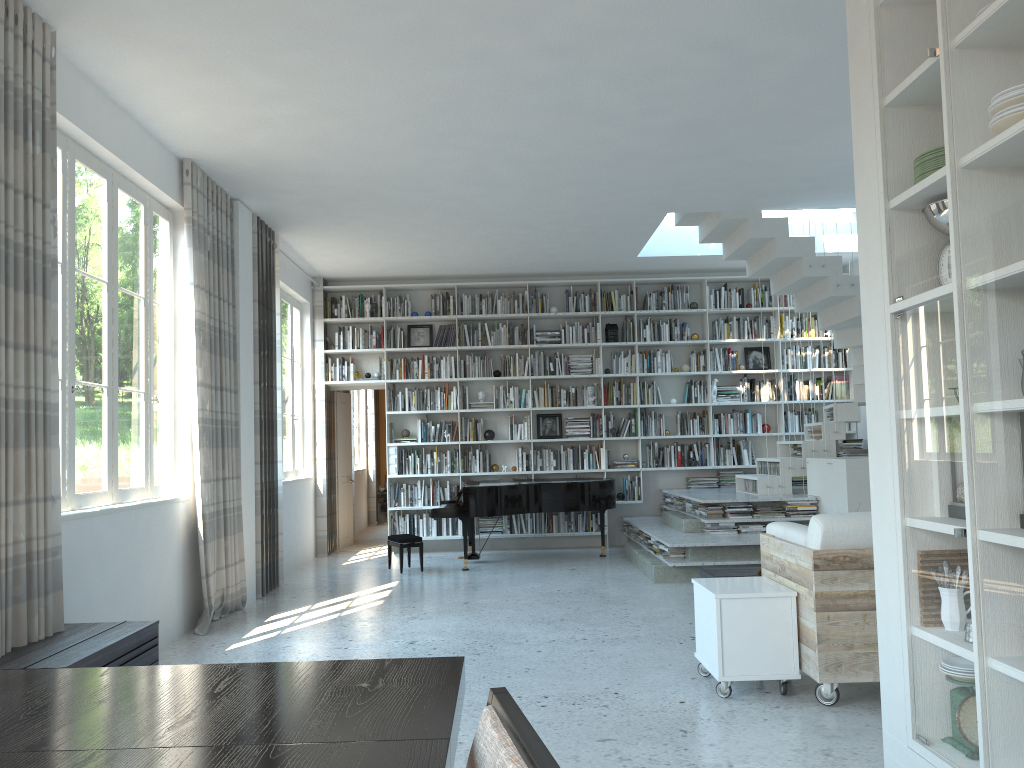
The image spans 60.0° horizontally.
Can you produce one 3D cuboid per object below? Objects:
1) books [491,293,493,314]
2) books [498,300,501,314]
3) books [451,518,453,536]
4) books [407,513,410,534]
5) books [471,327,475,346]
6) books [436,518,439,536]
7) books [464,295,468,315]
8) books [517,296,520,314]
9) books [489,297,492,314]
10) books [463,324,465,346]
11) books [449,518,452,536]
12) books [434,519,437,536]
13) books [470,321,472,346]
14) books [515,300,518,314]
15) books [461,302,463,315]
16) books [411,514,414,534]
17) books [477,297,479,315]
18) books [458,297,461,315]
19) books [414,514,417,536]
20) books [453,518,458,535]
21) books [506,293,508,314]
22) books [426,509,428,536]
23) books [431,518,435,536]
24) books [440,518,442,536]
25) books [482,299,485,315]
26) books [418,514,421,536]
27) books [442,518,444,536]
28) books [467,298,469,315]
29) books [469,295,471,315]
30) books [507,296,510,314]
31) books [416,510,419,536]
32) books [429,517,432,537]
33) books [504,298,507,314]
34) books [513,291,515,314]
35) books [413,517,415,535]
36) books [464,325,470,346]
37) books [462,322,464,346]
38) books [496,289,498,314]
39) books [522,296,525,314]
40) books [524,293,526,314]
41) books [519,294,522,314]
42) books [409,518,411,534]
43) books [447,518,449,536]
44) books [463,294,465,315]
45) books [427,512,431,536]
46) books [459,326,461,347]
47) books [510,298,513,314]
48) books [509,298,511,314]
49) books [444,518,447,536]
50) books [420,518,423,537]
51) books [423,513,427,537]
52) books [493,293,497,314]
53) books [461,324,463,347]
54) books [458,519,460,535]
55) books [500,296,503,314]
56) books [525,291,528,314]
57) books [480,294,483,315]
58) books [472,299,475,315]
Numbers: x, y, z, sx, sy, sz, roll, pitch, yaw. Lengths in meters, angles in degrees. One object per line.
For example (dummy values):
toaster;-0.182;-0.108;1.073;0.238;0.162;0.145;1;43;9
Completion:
books;-0.238;-0.934;10.546;0.013;0.276;0.164;-2;-4;-1
books;-0.150;-0.894;10.548;0.031;0.190;0.181;-2;-4;-1
books;-0.701;1.617;10.384;0.012;0.303;0.165;-2;-4;-1
books;-1.211;1.650;10.379;0.023;0.266;0.177;-2;-4;-1
books;-0.459;-0.545;10.517;0.031;0.241;0.181;-2;-4;-1
books;-0.865;1.651;10.375;0.023;0.244;0.188;-2;-4;-1
books;-0.544;-0.915;10.548;0.031;0.254;0.145;-2;-4;-1
books;0.076;-0.923;10.557;0.026;0.237;0.149;-2;-4;-1
books;-0.259;-0.913;10.560;0.029;0.235;0.130;-2;-4;-1
books;-0.570;-0.564;10.525;0.010;0.287;0.148;-2;-4;-1
books;-0.717;1.622;10.387;0.021;0.295;0.188;-2;-4;-1
books;-0.891;1.680;10.373;0.031;0.188;0.190;-2;-4;-1
books;-0.481;-0.581;10.518;0.012;0.314;0.171;-2;-4;-1
books;0.048;-0.897;10.545;0.031;0.184;0.177;-2;-4;-1
books;-0.592;-0.877;10.555;0.024;0.183;0.133;-2;-4;-1
books;-1.166;1.657;10.398;0.022;0.252;0.139;-2;-4;-1
books;-0.404;-0.907;10.572;0.025;0.234;0.129;-2;-4;-1
books;-0.619;-0.905;10.541;0.029;0.237;0.156;-2;-4;-1
books;-1.120;1.653;10.395;0.027;0.256;0.160;-2;-4;-1
books;-0.662;1.642;10.406;0.065;0.256;0.156;-2;-4;-1
books;-0.059;-0.935;10.542;0.014;0.266;0.192;-2;-4;-1
books;-0.990;1.626;10.402;0.014;0.304;0.139;-2;-3;-1
books;-0.921;1.672;10.380;0.028;0.206;0.171;-2;-4;-1
books;-0.828;1.667;10.404;0.024;0.214;0.137;-2;-4;-1
books;-0.336;-0.894;10.554;0.030;0.201;0.152;-2;-4;-1
books;-1.082;1.657;10.401;0.022;0.246;0.135;-2;-4;-1
books;-0.805;1.660;10.393;0.022;0.224;0.141;-2;-4;-1
books;-0.516;-0.899;10.543;0.023;0.220;0.181;-2;-4;-1
books;-0.494;-0.915;10.547;0.023;0.251;0.170;-2;-4;-1
books;-0.041;-0.916;10.548;0.021;0.228;0.161;-2;-4;-1
books;-1.100;1.629;10.381;0.013;0.300;0.184;-2;-4;-1
books;-0.946;1.667;10.381;0.021;0.218;0.191;-2;-4;-1
books;-0.080;-0.906;10.568;0.029;0.213;0.141;-2;-4;-1
books;0.025;-0.946;10.553;0.013;0.285;0.159;-2;-4;-1
books;-1.144;1.671;10.388;0.022;0.221;0.163;-2;-4;-1
books;-0.531;-0.559;10.532;0.067;0.274;0.168;-2;-4;-1
books;-0.582;-0.573;10.548;0.014;0.308;0.130;-2;-3;-1
books;-0.174;-0.955;10.559;0.014;0.315;0.166;-2;-4;-1
books;0.131;-0.919;10.544;0.026;0.225;0.172;-2;-4;-1
books;0.151;-0.940;10.554;0.014;0.267;0.171;-2;-4;-1
books;0.103;-0.935;10.566;0.029;0.261;0.151;-2;-4;-1
books;-1.188;1.680;10.393;0.022;0.205;0.158;-2;-4;-1
books;-0.748;1.640;10.415;0.040;0.264;0.137;-2;-4;-1
books;-0.571;-0.925;10.568;0.021;0.279;0.141;-2;-4;-1
books;-0.970;1.643;10.382;0.025;0.266;0.159;-2;-4;-1
books;-0.612;-0.549;10.511;0.023;0.256;0.175;-2;-4;-1
books;-0.003;-0.904;10.533;0.026;0.200;0.187;-2;-4;-1
books;-0.023;-0.906;10.535;0.013;0.207;0.178;-2;-4;-1
books;-0.781;1.644;10.391;0.027;0.256;0.179;-2;-4;-1
books;-1.055;1.677;10.375;0.030;0.201;0.168;-2;-4;-1
books;-1.012;1.644;10.382;0.031;0.266;0.186;-2;-4;-1
books;-0.206;-0.934;10.544;0.052;0.272;0.172;-2;-4;-1
books;-0.595;-0.562;10.527;0.013;0.283;0.159;-2;-4;-1
books;-0.616;1.630;10.409;0.027;0.276;0.143;-2;-4;-1
books;-0.122;-0.917;10.558;0.026;0.235;0.134;-2;-4;-1
books;0.170;-0.952;10.550;0.026;0.288;0.176;-2;-4;-1
books;-0.366;-0.926;10.564;0.028;0.267;0.151;-2;-4;-1
books;-0.454;-0.895;10.530;0.029;0.207;0.178;-2;-4;-1
